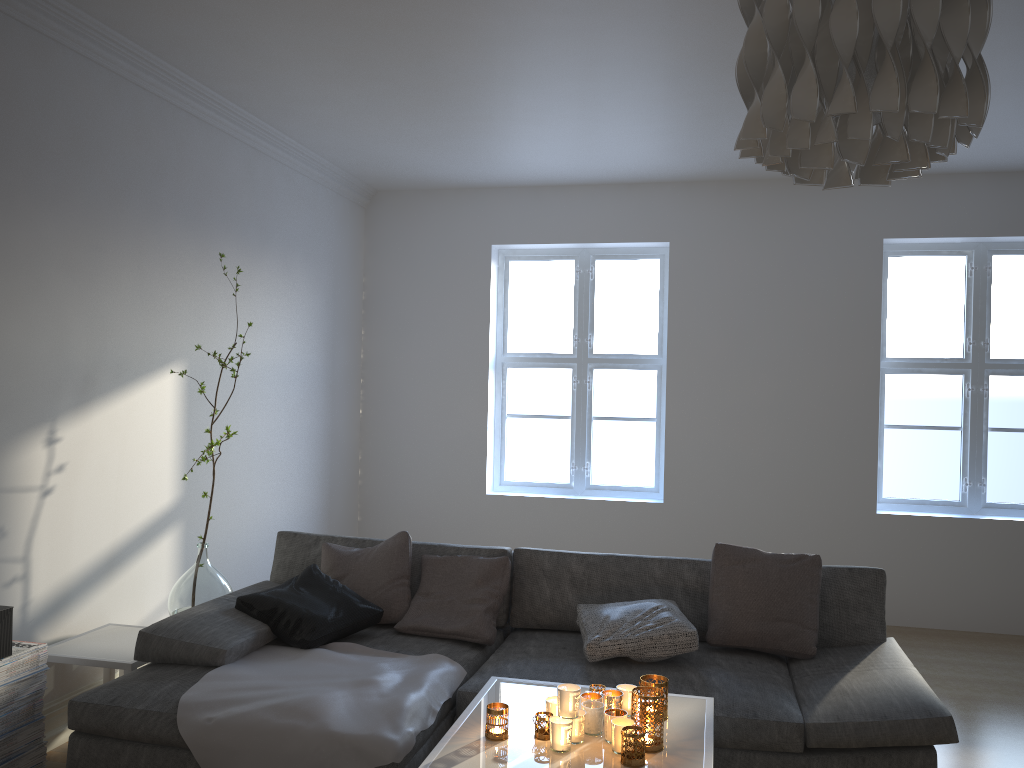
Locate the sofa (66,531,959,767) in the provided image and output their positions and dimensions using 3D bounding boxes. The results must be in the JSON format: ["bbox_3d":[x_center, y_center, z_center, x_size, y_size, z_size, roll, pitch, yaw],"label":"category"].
[{"bbox_3d":[0.077,1.064,3.148,2.632,0.772,1.555,1,0,13],"label":"sofa"}]

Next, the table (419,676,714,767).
[{"bbox_3d":[0.180,1.164,2.342,0.674,0.504,0.715,1,0,13],"label":"table"}]

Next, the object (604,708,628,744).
[{"bbox_3d":[0.265,0.877,2.269,0.060,0.073,0.060,1,0,2],"label":"object"}]

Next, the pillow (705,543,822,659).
[{"bbox_3d":[0.956,0.818,3.364,0.426,0.390,0.242,1,0,13],"label":"pillow"}]

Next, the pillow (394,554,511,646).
[{"bbox_3d":[-0.232,0.857,3.581,0.414,0.311,0.337,1,0,18],"label":"pillow"}]

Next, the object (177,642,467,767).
[{"bbox_3d":[-0.614,1.152,2.857,0.812,0.437,0.726,1,0,11],"label":"object"}]

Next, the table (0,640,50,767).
[{"bbox_3d":[-1.722,1.126,2.885,0.246,0.499,0.327,1,0,13],"label":"table"}]

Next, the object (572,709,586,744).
[{"bbox_3d":[0.159,0.874,2.265,0.060,0.073,0.060,1,0,-7],"label":"object"}]

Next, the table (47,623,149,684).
[{"bbox_3d":[-1.492,1.183,3.363,0.423,0.412,0.437,1,0,13],"label":"table"}]

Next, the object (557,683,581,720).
[{"bbox_3d":[0.143,0.801,2.234,0.060,0.073,0.060,1,0,29],"label":"object"}]

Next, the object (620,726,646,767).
[{"bbox_3d":[0.292,0.873,2.136,0.060,0.079,0.060,1,0,3],"label":"object"}]

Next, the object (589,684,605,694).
[{"bbox_3d":[0.237,0.882,2.486,0.047,0.068,0.054,1,0,-27],"label":"object"}]

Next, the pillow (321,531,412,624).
[{"bbox_3d":[-0.605,0.820,3.724,0.430,0.403,0.324,1,0,0],"label":"pillow"}]

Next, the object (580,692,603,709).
[{"bbox_3d":[0.214,0.877,2.390,0.060,0.073,0.060,1,0,38],"label":"object"}]

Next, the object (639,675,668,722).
[{"bbox_3d":[0.392,0.866,2.447,0.080,0.104,0.080,1,0,3],"label":"object"}]

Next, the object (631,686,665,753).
[{"bbox_3d":[0.342,0.845,2.235,0.087,0.140,0.090,1,0,-17],"label":"object"}]

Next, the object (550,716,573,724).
[{"bbox_3d":[0.122,0.870,2.209,0.056,0.066,0.056,1,0,-25],"label":"object"}]

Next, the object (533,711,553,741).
[{"bbox_3d":[0.082,0.880,2.284,0.050,0.058,0.052,1,0,-18],"label":"object"}]

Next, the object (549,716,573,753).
[{"bbox_3d":[0.122,0.873,2.209,0.060,0.073,0.060,1,0,-7],"label":"object"}]

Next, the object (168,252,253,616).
[{"bbox_3d":[-1.235,0.244,3.709,0.340,1.674,0.776,1,0,-28],"label":"object"}]

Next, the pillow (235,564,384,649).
[{"bbox_3d":[-0.772,0.861,3.401,0.401,0.248,0.421,1,0,33],"label":"pillow"}]

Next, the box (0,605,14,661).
[{"bbox_3d":[-1.756,0.716,2.689,0.298,0.316,0.419,1,0,13],"label":"box"}]

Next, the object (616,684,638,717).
[{"bbox_3d":[0.319,0.880,2.465,0.060,0.073,0.060,1,0,-25],"label":"object"}]

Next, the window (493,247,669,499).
[{"bbox_3d":[0.479,-0.084,6.171,1.200,1.709,0.077,1,0,13],"label":"window"}]

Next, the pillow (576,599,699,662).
[{"bbox_3d":[0.454,0.913,3.270,0.404,0.194,0.406,1,0,-1],"label":"pillow"}]

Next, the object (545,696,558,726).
[{"bbox_3d":[0.118,0.874,2.353,0.060,0.073,0.060,1,0,38],"label":"object"}]

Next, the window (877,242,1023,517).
[{"bbox_3d":[2.925,-0.034,5.610,1.200,1.709,0.077,1,0,13],"label":"window"}]

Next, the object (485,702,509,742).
[{"bbox_3d":[-0.037,0.867,2.278,0.060,0.079,0.060,1,0,7],"label":"object"}]

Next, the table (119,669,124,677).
[{"bbox_3d":[-1.381,1.237,3.853,0.423,0.319,0.437,1,0,13],"label":"table"}]

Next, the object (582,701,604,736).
[{"bbox_3d":[0.211,0.876,2.323,0.060,0.073,0.060,1,0,-31],"label":"object"}]

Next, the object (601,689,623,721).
[{"bbox_3d":[0.273,0.879,2.417,0.060,0.073,0.060,1,0,38],"label":"object"}]

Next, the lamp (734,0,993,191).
[{"bbox_3d":[0.530,-0.846,1.336,0.354,1.065,0.355,1,0,-35],"label":"lamp"}]

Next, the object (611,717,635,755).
[{"bbox_3d":[0.275,0.876,2.205,0.060,0.073,0.060,1,0,2],"label":"object"}]
